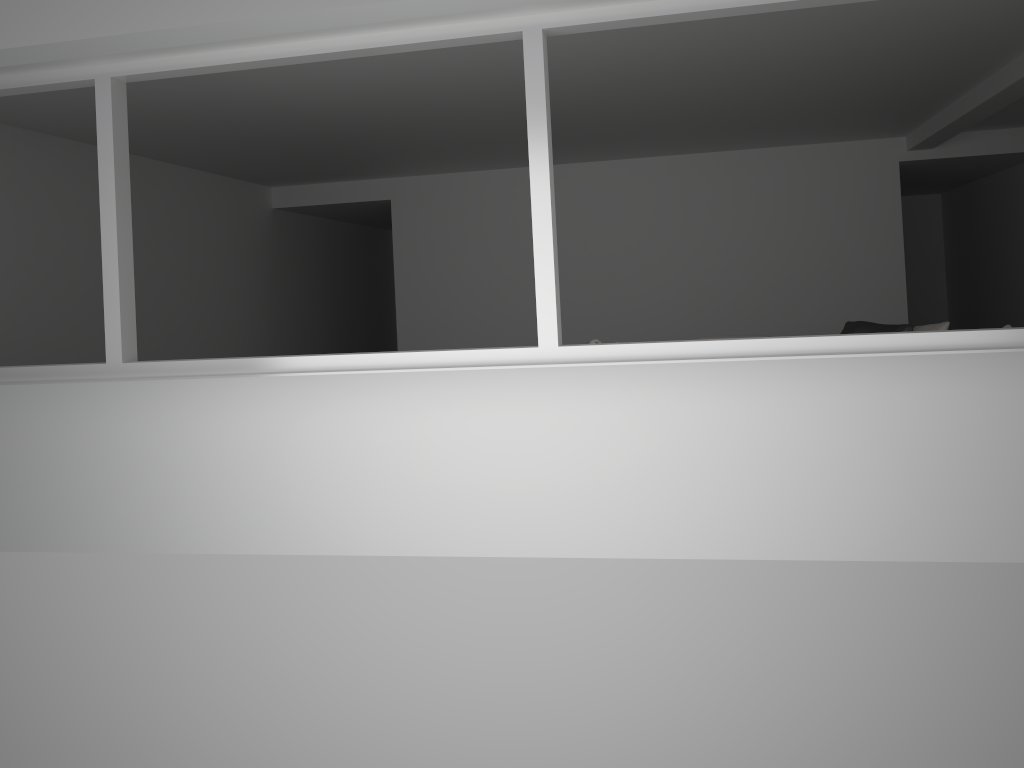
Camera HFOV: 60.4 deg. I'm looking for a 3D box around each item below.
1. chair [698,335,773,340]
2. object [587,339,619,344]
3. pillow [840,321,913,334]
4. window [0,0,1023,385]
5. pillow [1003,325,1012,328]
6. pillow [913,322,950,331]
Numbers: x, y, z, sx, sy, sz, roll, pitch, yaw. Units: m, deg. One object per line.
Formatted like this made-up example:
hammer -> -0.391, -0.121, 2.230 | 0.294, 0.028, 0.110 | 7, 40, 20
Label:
chair -> 1.756, -0.053, 7.333 | 0.766, 0.661, 0.924 | -1, 4, 36
object -> 0.567, 0.090, 6.251 | 0.447, 0.798, 0.377 | -3, 0, -5
pillow -> 2.648, -0.238, 6.514 | 0.278, 0.449, 0.565 | -3, 3, -34
window -> 0.124, -0.790, 3.573 | 8.041, 1.435, 0.110 | -2, -1, 12
pillow -> 2.657, -0.057, 4.825 | 0.298, 0.507, 0.590 | -3, 3, 16
pillow -> 2.887, -0.198, 6.315 | 0.323, 0.499, 0.586 | -3, 3, 1
